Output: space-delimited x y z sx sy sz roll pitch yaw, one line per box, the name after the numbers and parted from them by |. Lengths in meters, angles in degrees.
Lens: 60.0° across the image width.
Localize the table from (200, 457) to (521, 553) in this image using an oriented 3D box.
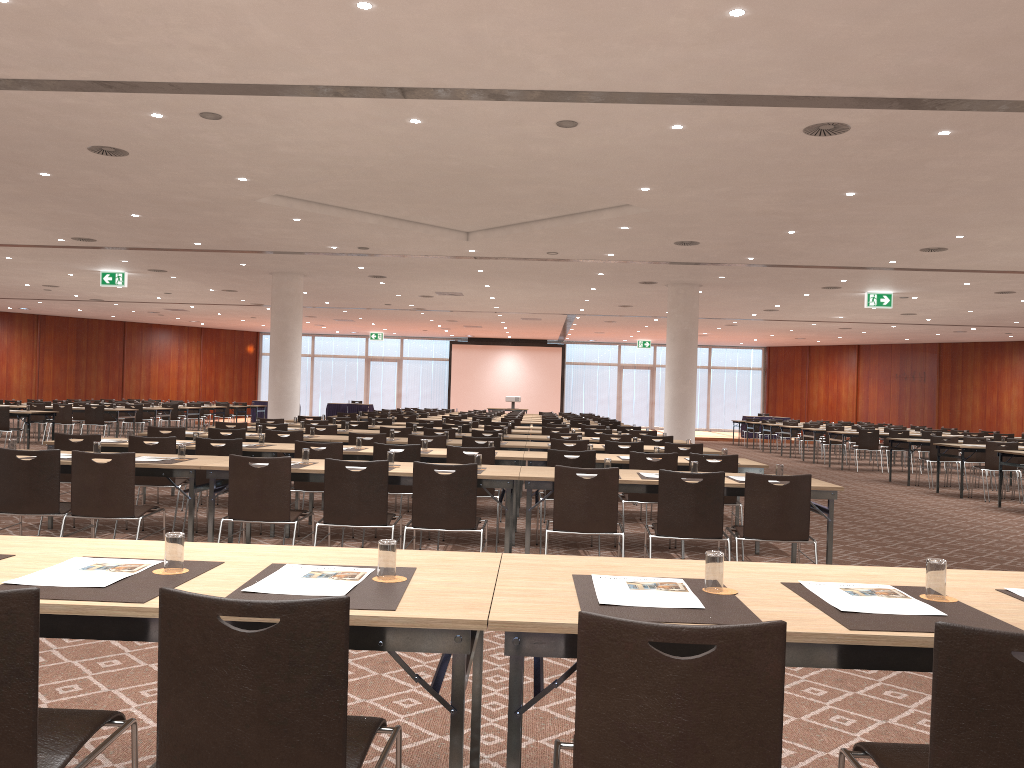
-1.084 1.040 6.751 2.267 0.833 0.953 2 -1 2 | table

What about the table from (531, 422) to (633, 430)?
1.551 1.322 20.184 2.267 0.833 0.953 2 -1 2 | table

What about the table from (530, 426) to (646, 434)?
1.456 1.266 16.685 2.267 0.833 0.953 2 -1 2 | table

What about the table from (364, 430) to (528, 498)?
-0.921 1.134 12.749 2.267 0.833 0.953 2 -1 2 | table

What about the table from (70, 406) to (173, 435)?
-9.922 1.001 22.498 2.267 0.833 0.953 2 -1 2 | table

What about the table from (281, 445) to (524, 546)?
-1.030 1.071 8.750 2.267 0.833 0.953 2 -1 2 | table

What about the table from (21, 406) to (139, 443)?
-9.976 0.970 20.499 2.267 0.833 0.953 2 -1 2 | table

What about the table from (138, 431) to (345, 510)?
-3.243 1.033 10.811 2.267 0.833 0.953 2 -1 2 | table

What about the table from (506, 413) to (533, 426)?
-0.445 1.410 30.242 2.267 0.833 0.953 2 -1 2 | table

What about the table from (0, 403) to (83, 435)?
-12.190 0.932 22.560 2.267 0.833 0.953 2 -1 2 | table

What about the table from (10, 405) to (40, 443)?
-12.244 0.901 20.561 2.267 0.833 0.953 2 -1 2 | table

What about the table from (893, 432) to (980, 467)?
10.706 1.631 21.934 2.267 0.833 0.953 2 -1 2 | table

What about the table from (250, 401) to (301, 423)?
-8.984 1.075 33.700 1.712 0.832 1.042 2 -1 2 | table

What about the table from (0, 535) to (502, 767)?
-1.194 0.976 2.709 2.267 0.833 0.953 2 -1 2 | table

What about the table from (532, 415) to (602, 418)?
1.769 1.448 28.180 2.267 0.833 0.953 2 -1 2 | table

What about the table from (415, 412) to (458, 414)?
-2.767 1.309 28.305 2.267 0.833 0.953 2 -1 2 | table

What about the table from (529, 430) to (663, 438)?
1.401 1.235 14.686 2.267 0.833 0.953 2 -1 2 | table

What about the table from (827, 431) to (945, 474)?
8.383 1.530 19.996 2.267 0.833 0.953 2 -1 2 | table

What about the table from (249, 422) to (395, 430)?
-3.135 1.096 14.810 2.267 0.833 0.953 2 -1 2 | table

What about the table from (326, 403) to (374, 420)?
-6.143 1.162 33.622 1.712 0.832 1.042 2 -1 2 | table

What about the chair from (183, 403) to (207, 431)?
-9.202 1.020 25.800 0.535 0.939 0.614 2 0 4 | chair

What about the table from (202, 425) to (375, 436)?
-3.189 1.065 12.811 2.267 0.833 0.953 2 -1 2 | table

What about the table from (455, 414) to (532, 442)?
-0.554 1.347 26.243 2.267 0.833 0.953 2 -1 2 | table

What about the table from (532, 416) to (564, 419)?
1.714 1.416 26.181 2.267 0.833 0.953 2 -1 2 | table

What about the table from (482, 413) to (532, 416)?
-0.499 1.379 28.243 2.267 0.833 0.953 2 -1 2 | table

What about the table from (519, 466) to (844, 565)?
1.184 1.109 6.689 2.267 0.833 0.953 2 -1 2 | table

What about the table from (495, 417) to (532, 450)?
-0.608 1.315 24.244 2.267 0.833 0.953 2 -1 2 | table

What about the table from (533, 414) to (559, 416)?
1.823 1.479 30.180 2.267 0.833 0.953 2 -1 2 | table

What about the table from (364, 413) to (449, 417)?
-2.876 1.246 24.306 2.267 0.833 0.953 2 -1 2 | table

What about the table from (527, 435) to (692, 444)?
1.347 1.203 12.686 2.267 0.833 0.953 2 -1 2 | table

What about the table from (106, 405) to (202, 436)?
-9.868 1.033 24.498 2.267 0.833 0.953 2 -1 2 | table

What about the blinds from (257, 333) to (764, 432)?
-0.163 -0.056 39.994 22.851 3.816 0.115 2 0 2 | blinds

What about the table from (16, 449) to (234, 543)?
-3.352 0.970 6.813 2.267 0.833 0.953 2 -1 2 | table

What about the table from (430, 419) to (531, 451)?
-0.717 1.252 20.246 2.267 0.833 0.953 2 -1 2 | table

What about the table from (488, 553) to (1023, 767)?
1.074 1.045 2.647 2.267 0.833 0.953 2 -1 2 | table

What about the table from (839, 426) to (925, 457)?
10.814 1.694 25.932 2.267 0.833 0.953 2 -1 2 | table

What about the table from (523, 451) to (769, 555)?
1.238 1.140 8.688 2.267 0.833 0.953 2 -1 2 | table

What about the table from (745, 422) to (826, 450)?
8.601 1.656 27.993 2.267 0.833 0.953 2 -1 2 | table

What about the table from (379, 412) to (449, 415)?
-2.822 1.278 26.305 2.267 0.833 0.953 2 -1 2 | table

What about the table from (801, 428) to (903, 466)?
8.437 1.562 21.996 2.267 0.833 0.953 2 -1 2 | table

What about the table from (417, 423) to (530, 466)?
-0.812 1.197 16.747 2.267 0.833 0.953 2 -1 2 | table

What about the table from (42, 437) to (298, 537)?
-3.298 1.002 8.812 2.267 0.833 0.953 2 -1 2 | table

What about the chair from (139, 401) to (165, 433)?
-10.508 0.982 25.977 0.535 0.939 0.614 2 0 2 | chair

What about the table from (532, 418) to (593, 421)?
1.660 1.385 24.182 2.267 0.833 0.953 2 -1 2 | table

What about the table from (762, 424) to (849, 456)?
8.546 1.625 25.994 2.267 0.833 0.953 2 -1 2 | table

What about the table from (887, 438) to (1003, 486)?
8.288 1.475 16.498 2.267 0.833 0.953 2 -1 2 | table

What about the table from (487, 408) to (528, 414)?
-0.165 1.345 33.475 1.539 0.832 0.953 2 -1 2 | table

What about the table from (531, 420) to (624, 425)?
1.606 1.353 22.183 2.267 0.833 0.953 2 -1 2 | table

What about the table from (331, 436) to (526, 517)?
-0.975 1.103 10.749 2.267 0.833 0.953 2 -1 2 | table

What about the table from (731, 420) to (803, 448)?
8.655 1.688 29.993 2.267 0.833 0.953 2 -1 2 | table

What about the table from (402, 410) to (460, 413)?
-2.713 1.341 30.304 2.267 0.833 0.953 2 -1 2 | table

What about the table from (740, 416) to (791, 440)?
9.514 1.640 33.193 1.712 0.832 1.042 2 -1 2 | table

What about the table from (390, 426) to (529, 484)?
-0.867 1.166 14.748 2.267 0.833 0.953 2 -1 2 | table

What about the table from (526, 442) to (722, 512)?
1.293 1.172 10.687 2.267 0.833 0.953 2 -1 2 | table
